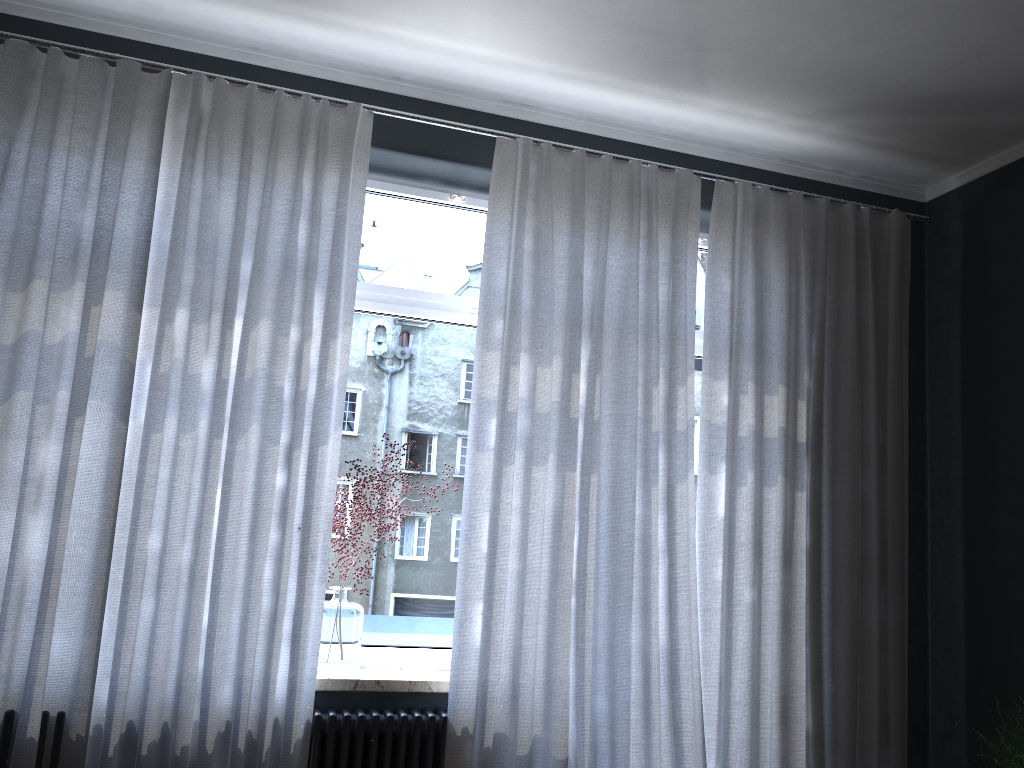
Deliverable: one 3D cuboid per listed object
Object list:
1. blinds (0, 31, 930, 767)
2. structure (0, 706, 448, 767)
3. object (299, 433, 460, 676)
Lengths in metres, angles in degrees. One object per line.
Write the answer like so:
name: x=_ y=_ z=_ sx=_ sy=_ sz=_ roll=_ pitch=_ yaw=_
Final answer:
blinds: x=-0.252 y=0.446 z=3.048 sx=3.994 sy=2.782 sz=0.313 roll=7 pitch=-10 yaw=-16
structure: x=-0.995 y=1.316 z=2.763 sx=1.847 sy=0.599 sz=0.216 roll=7 pitch=-10 yaw=-16
object: x=-0.526 y=0.585 z=3.038 sx=0.515 sy=0.807 sz=0.600 roll=12 pitch=-13 yaw=-41
